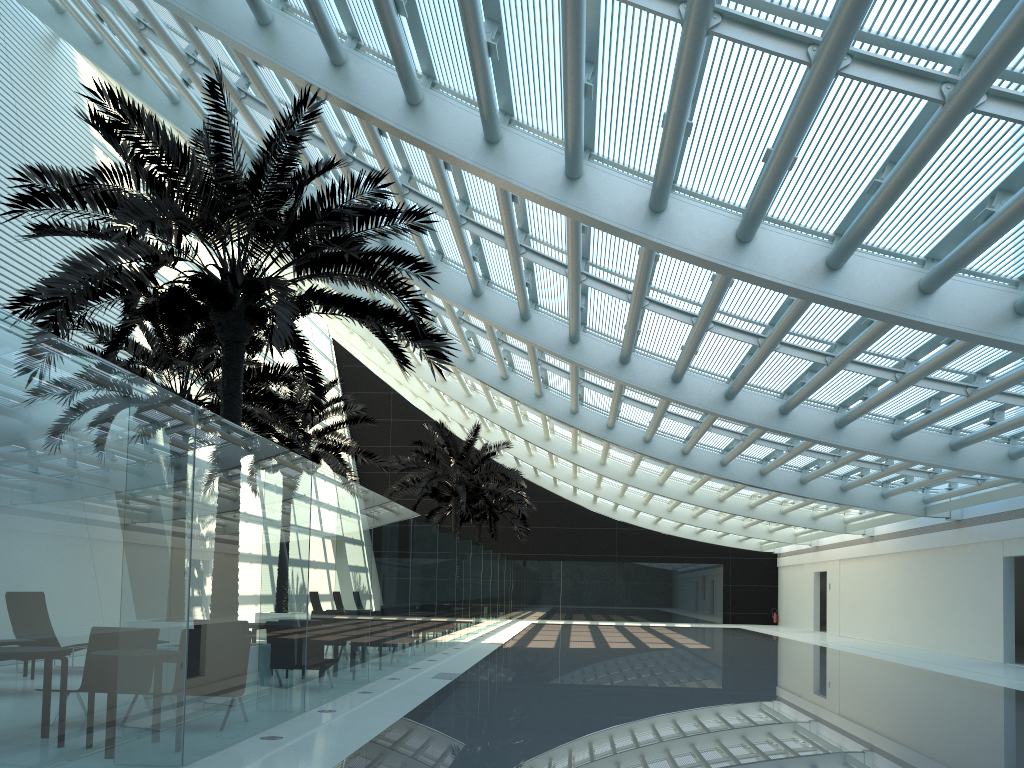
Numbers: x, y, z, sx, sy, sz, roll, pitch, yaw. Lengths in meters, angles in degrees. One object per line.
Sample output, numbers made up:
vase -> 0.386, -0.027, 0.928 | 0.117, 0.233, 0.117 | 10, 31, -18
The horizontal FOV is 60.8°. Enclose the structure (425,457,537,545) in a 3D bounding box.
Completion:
structure -> -1.263, 6.619, 37.212 | 4.470, 6.864, 4.900 | 3, -7, -17

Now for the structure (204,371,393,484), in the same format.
structure -> -5.777, 2.954, 21.834 | 4.313, 6.743, 4.706 | -3, -8, 38

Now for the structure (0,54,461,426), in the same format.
structure -> -3.276, 0.110, 9.830 | 4.829, 6.866, 4.533 | -1, -7, 23

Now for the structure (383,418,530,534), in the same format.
structure -> -1.884, 4.676, 29.041 | 4.823, 6.867, 4.538 | 1, -6, -2

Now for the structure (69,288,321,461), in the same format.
structure -> -6.011, 1.553, 15.796 | 4.656, 6.684, 4.358 | 3, -6, -17
